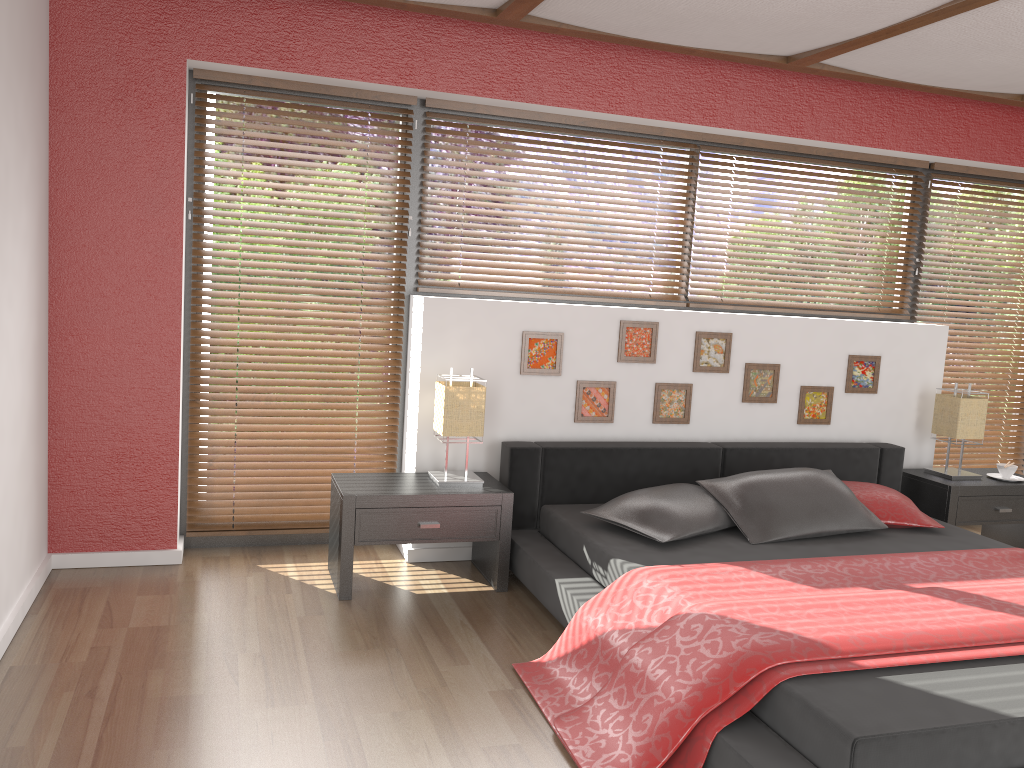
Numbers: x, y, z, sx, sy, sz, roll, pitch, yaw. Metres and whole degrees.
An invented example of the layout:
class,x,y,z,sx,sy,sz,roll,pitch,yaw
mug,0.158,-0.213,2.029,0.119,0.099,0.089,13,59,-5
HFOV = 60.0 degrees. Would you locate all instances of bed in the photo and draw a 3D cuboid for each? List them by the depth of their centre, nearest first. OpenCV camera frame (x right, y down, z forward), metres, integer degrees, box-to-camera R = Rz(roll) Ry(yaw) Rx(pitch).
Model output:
class,x,y,z,sx,sy,sz,roll,pitch,yaw
bed,1.193,0.710,3.232,2.469,0.577,2.413,1,7,-18

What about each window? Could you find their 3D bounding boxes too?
class,x,y,z,sx,sy,sz,roll,pitch,yaw
window,-0.974,-0.344,4.082,0.889,1.893,0.020,1,7,-18
window,0.914,-0.836,4.630,2.817,0.786,0.020,1,7,-18
window,2.731,-0.252,5.299,0.889,1.893,0.020,1,7,-18

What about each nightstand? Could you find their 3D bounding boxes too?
class,x,y,z,sx,sy,sz,roll,pitch,yaw
nightstand,-0.396,0.628,3.765,0.700,0.423,0.413,1,7,-18
nightstand,2.431,0.698,4.692,0.700,0.423,0.413,1,7,-18

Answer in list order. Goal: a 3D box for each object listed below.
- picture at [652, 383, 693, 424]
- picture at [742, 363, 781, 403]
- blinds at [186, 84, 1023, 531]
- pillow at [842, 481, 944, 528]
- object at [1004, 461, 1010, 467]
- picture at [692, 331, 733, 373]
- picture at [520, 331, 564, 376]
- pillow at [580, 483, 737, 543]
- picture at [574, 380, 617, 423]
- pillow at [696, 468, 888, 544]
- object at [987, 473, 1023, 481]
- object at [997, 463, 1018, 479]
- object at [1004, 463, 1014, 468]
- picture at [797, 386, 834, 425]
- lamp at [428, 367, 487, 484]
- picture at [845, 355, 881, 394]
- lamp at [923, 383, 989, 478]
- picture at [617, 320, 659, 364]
class,x,y,z,sx,sy,sz,roll,pitch,yaw
picture,0.786,0.096,4.338,0.200,0.200,0.010,1,7,-18
picture,1.258,-0.004,4.478,0.200,0.200,0.010,1,7,-18
blinds,0.896,-0.254,4.630,4.840,1.952,0.032,1,7,-18
pillow,1.542,0.545,4.085,0.745,0.172,0.418,4,6,1
object,2.601,0.422,4.658,0.007,0.007,0.192,8,8,36
picture,0.989,-0.155,4.370,0.200,0.200,0.010,1,7,-18
picture,0.139,-0.140,4.096,0.200,0.200,0.010,1,7,-18
pillow,0.693,0.530,3.750,0.745,0.172,0.418,-2,9,-43
picture,0.396,0.085,4.209,0.200,0.200,0.010,1,7,-18
pillow,1.209,0.502,3.823,0.744,0.241,0.386,1,7,-23
object,2.594,0.493,4.659,0.179,0.012,0.179,4,6,7
object,2.596,0.461,4.656,0.099,0.069,0.099,4,6,7
object,2.600,0.425,4.635,0.007,0.007,0.192,9,9,41
picture,1.573,0.111,4.596,0.200,0.200,0.010,1,7,-18
lamp,-0.229,0.169,3.800,0.200,0.480,0.200,1,7,-18
picture,1.846,-0.050,4.663,0.200,0.200,0.010,1,7,-18
lamp,2.334,0.233,4.642,0.200,0.480,0.200,1,7,-18
picture,0.603,-0.200,4.239,0.200,0.200,0.010,1,7,-18
